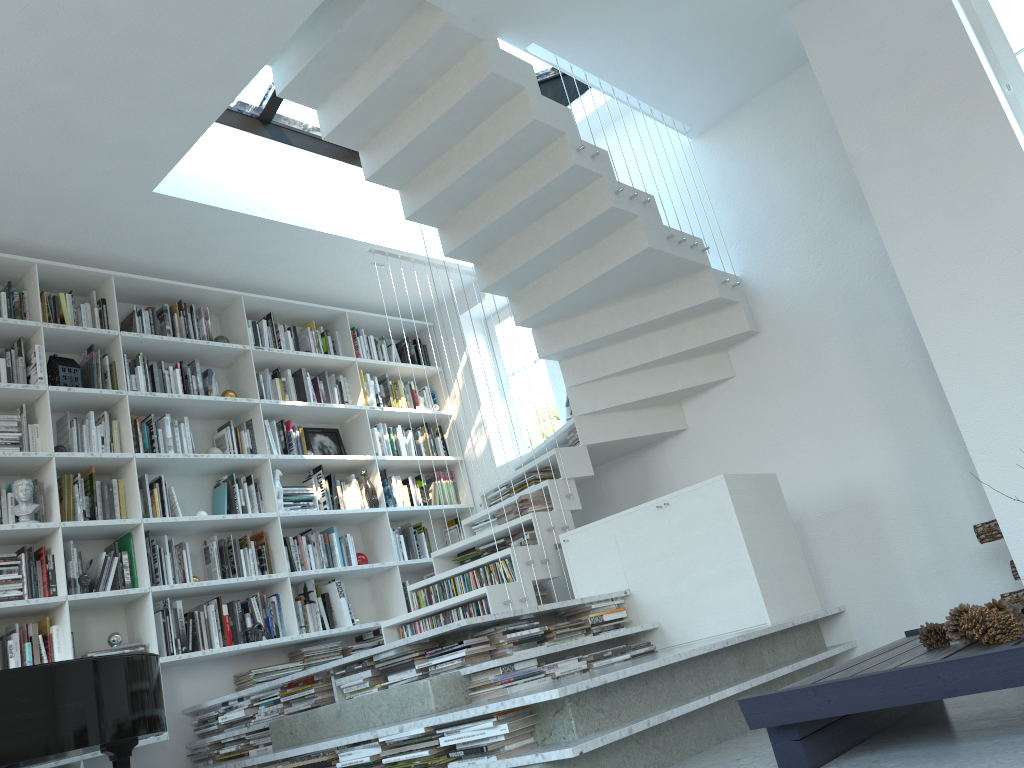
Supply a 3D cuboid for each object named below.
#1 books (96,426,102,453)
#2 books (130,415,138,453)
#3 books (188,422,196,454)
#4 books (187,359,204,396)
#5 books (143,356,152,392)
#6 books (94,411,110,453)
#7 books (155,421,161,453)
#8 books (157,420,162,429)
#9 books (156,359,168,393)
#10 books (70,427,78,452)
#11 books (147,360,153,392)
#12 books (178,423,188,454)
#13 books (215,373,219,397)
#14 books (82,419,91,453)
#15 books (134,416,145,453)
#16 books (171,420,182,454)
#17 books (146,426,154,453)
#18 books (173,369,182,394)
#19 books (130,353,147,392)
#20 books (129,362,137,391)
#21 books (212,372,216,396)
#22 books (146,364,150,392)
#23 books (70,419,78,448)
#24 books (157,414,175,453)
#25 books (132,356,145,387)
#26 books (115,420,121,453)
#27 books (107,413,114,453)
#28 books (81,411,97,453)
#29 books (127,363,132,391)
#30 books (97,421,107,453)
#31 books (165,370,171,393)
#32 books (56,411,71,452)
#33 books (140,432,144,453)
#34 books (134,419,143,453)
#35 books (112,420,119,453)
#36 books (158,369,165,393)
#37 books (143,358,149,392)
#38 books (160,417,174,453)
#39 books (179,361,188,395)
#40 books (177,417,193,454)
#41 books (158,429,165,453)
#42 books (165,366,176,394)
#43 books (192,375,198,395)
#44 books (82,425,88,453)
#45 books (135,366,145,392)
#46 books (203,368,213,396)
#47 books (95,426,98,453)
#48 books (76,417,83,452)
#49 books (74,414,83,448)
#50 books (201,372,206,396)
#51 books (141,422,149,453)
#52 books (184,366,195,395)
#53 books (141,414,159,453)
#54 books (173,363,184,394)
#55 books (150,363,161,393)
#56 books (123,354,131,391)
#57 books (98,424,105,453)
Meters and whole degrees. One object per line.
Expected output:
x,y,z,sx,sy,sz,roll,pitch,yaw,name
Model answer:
-2.310,0.353,4.887,0.185,0.196,0.027,-28,-22,37,books
-2.189,0.337,5.070,0.154,0.277,0.014,-28,-22,37,books
-1.954,0.372,5.321,0.161,0.253,0.034,-28,-22,37,books
-1.972,0.014,5.476,0.184,0.284,0.029,-28,-22,37,books
-2.191,-0.002,5.272,0.139,0.295,0.021,-28,-22,37,books
-2.290,0.316,4.949,0.155,0.292,0.028,-28,-22,37,books
-2.090,0.357,5.141,0.165,0.236,0.022,-28,-22,37,books
-2.075,0.356,5.184,0.131,0.256,0.011,-28,-22,37,books
-2.125,0.011,5.344,0.155,0.283,0.013,-28,-22,37,books
-2.394,0.349,4.788,0.181,0.185,0.028,-28,-22,37,books
-2.182,0.011,5.286,0.133,0.275,0.013,-28,-22,37,books
-1.984,0.373,5.266,0.183,0.231,0.021,-28,-22,37,books
-1.898,0.060,5.583,0.141,0.228,0.026,-28,-22,37,books
-2.355,0.334,4.859,0.179,0.235,0.023,-28,-22,37,books
-2.165,0.342,5.114,0.136,0.283,0.014,-28,-22,37,books
-2.013,0.362,5.229,0.184,0.244,0.025,-28,-22,37,books
-2.122,0.369,5.118,0.162,0.215,0.026,-28,-22,37,books
-2.053,0.039,5.363,0.181,0.208,0.021,-28,-22,37,books
-2.207,-0.015,5.237,0.153,0.306,0.014,-28,-22,37,books
-2.243,0.013,5.190,0.148,0.242,0.026,-28,-22,37,books
-1.909,0.057,5.543,0.182,0.216,0.048,-28,-22,37,books
-2.189,0.023,5.249,0.166,0.235,0.012,-28,-22,37,books
-2.402,0.331,4.823,0.159,0.242,0.024,-28,-22,37,books
-2.047,0.342,5.227,0.160,0.294,0.027,-28,-22,37,books
-2.217,-0.003,5.228,0.173,0.282,0.011,-28,-22,37,books
-2.247,0.344,4.977,0.173,0.237,0.026,-28,-22,37,books
-2.276,0.324,4.957,0.173,0.276,0.025,-28,-22,37,books
-2.333,0.309,4.864,0.187,0.274,0.028,-28,-22,37,books
-2.260,0.016,5.179,0.139,0.239,0.012,-28,-22,37,books
-2.293,0.342,4.927,0.150,0.233,0.024,-28,-22,37,books
-2.103,0.043,5.347,0.144,0.215,0.025,-28,-22,37,books
-2.429,0.309,4.807,0.160,0.284,0.019,-28,-22,37,books
-2.153,0.383,5.076,0.137,0.178,0.021,-28,-22,37,books
-2.164,0.346,5.066,0.177,0.247,0.014,-28,-22,37,books
-2.248,0.341,4.953,0.177,0.229,0.028,-28,-22,37,books
-2.134,0.039,5.322,0.142,0.223,0.028,-28,-22,37,books
-2.194,0.003,5.240,0.166,0.268,0.010,-28,-22,37,books
-2.044,0.345,5.185,0.182,0.262,0.030,-28,-22,37,books
-2.043,0.019,5.435,0.160,0.284,0.012,-28,-22,37,books
-1.966,0.352,5.282,0.170,0.271,0.024,-28,-22,37,books
-2.075,0.382,5.157,0.171,0.193,0.025,-28,-22,37,books
-2.081,0.031,5.360,0.149,0.236,0.023,-28,-22,37,books
-1.987,0.065,5.448,0.176,0.181,0.027,-28,-22,37,books
-2.366,0.349,4.847,0.171,0.206,0.023,-28,-22,37,books
-2.209,0.025,5.193,0.181,0.207,0.026,-28,-22,37,books
-1.920,0.043,5.523,0.172,0.234,0.054,-28,-22,37,books
-2.321,0.352,4.871,0.173,0.194,0.024,-28,-22,37,books
-2.388,0.327,4.834,0.165,0.249,0.028,-28,-22,37,books
-2.382,0.316,4.849,0.146,0.274,0.019,-28,-22,37,books
-1.953,0.055,5.496,0.157,0.212,0.030,-28,-22,37,books
-2.136,0.357,5.105,0.158,0.235,0.013,-28,-22,37,books
-2.010,0.035,5.432,0.186,0.237,0.030,-28,-22,37,books
-2.103,0.333,5.130,0.178,0.279,0.014,-28,-22,37,books
-2.052,0.021,5.401,0.156,0.264,0.012,-28,-22,37,books
-2.148,0.019,5.281,0.160,0.240,0.027,-28,-22,37,books
-2.270,-0.012,5.160,0.160,0.284,0.012,-28,-22,37,books
-2.298,0.348,4.905,0.158,0.210,0.029,-28,-22,37,books
